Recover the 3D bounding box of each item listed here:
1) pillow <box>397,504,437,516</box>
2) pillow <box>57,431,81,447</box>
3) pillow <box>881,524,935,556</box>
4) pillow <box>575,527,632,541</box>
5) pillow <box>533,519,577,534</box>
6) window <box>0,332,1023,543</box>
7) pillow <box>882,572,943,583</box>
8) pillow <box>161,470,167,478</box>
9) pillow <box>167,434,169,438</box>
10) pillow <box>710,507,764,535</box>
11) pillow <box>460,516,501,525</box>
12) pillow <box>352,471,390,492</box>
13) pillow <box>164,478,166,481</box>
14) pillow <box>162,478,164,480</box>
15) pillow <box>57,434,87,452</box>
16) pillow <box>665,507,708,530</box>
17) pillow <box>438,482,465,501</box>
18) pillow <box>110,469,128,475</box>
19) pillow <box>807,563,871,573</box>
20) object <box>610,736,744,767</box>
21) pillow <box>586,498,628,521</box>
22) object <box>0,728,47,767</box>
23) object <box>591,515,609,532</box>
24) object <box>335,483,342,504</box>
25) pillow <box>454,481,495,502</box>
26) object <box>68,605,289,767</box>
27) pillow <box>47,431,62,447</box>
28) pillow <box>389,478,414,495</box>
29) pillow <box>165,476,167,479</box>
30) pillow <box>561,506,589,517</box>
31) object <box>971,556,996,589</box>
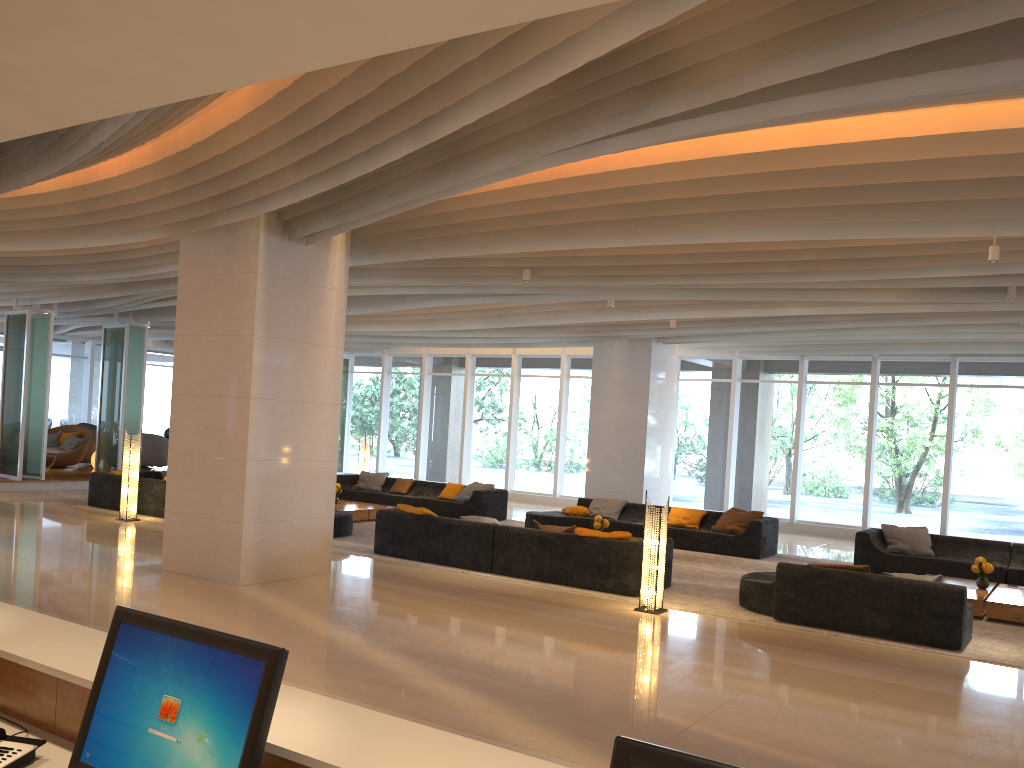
[{"bbox_3d":[-1.104,1.736,11.317,0.557,0.377,0.627,5,-2,-35],"label":"pillow"},{"bbox_3d":[-10.420,1.307,20.770,0.601,0.422,0.375,3,-1,11],"label":"pillow"},{"bbox_3d":[5.587,2.199,12.531,0.634,0.377,0.551,3,-2,11],"label":"pillow"},{"bbox_3d":[1.037,1.796,9.953,0.634,0.377,0.551,3,-2,11],"label":"pillow"},{"bbox_3d":[0.544,1.807,10.354,0.591,0.409,0.452,2,-2,35],"label":"pillow"},{"bbox_3d":[1.723,0.856,17.412,54.530,3.220,22.138,4,-3,-2],"label":"window"},{"bbox_3d":[3.786,1.908,8.309,0.554,0.345,0.465,2,-2,31],"label":"pillow"},{"bbox_3d":[-5.992,1.693,15.761,0.316,0.312,0.415,3,-2,35],"label":"pillow"},{"bbox_3d":[-9.908,1.637,26.390,0.466,0.454,0.628,3,-2,20],"label":"pillow"},{"bbox_3d":[3.513,2.140,13.852,0.557,0.377,0.627,5,-2,-35],"label":"pillow"},{"bbox_3d":[-0.321,1.821,10.904,0.576,0.377,0.428,2,-2,35],"label":"pillow"},{"bbox_3d":[-2.853,1.961,17.908,0.634,0.377,0.551,3,-2,11],"label":"pillow"},{"bbox_3d":[-5.266,1.626,14.062,0.423,0.335,0.324,3,-1,-2],"label":"pillow"},{"bbox_3d":[-5.358,1.656,14.205,0.411,0.319,0.330,3,-1,1],"label":"pillow"},{"bbox_3d":[-10.153,1.354,20.456,0.495,0.408,0.472,2,-2,35],"label":"pillow"},{"bbox_3d":[2.756,2.192,14.233,0.626,0.394,0.458,2,-2,32],"label":"pillow"},{"bbox_3d":[-1.148,2.036,16.801,0.400,0.312,0.328,2,-2,35],"label":"pillow"},{"bbox_3d":[-6.528,1.596,14.928,0.340,0.316,0.410,3,-2,5],"label":"pillow"},{"bbox_3d":[3.195,1.891,8.556,0.594,0.392,0.404,2,-2,35],"label":"pillow"},{"bbox_3d":[0.369,0.749,1.195,0.527,0.435,0.360,2,-1,33],"label":"object"},{"bbox_3d":[1.579,2.141,14.981,0.653,0.416,0.470,2,-2,33],"label":"pillow"},{"bbox_3d":[-1.304,0.867,2.014,0.258,0.073,0.389,3,-3,11],"label":"object"},{"bbox_3d":[1.227,2.007,12.400,0.240,0.377,0.261,4,-1,-35],"label":"object"},{"bbox_3d":[-3.091,1.903,15.506,0.239,0.377,0.262,4,-1,-25],"label":"object"},{"bbox_3d":[-0.712,2.021,16.544,0.557,0.377,0.627,5,-2,-35],"label":"pillow"},{"bbox_3d":[-0.674,0.720,1.859,0.527,0.435,0.360,2,-1,33],"label":"object"},{"bbox_3d":[-10.807,1.295,20.630,0.623,0.454,0.470,4,-1,-6],"label":"pillow"},{"bbox_3d":[-2.165,2.007,17.450,0.401,0.312,0.327,2,-2,31],"label":"pillow"},{"bbox_3d":[-5.011,1.638,13.846,0.641,0.377,0.555,2,-2,28],"label":"pillow"},{"bbox_3d":[1.084,2.175,15.166,0.449,0.192,0.586,4,-3,-2],"label":"pillow"},{"bbox_3d":[5.351,2.139,10.077,0.232,0.377,0.270,3,-1,35],"label":"object"}]
